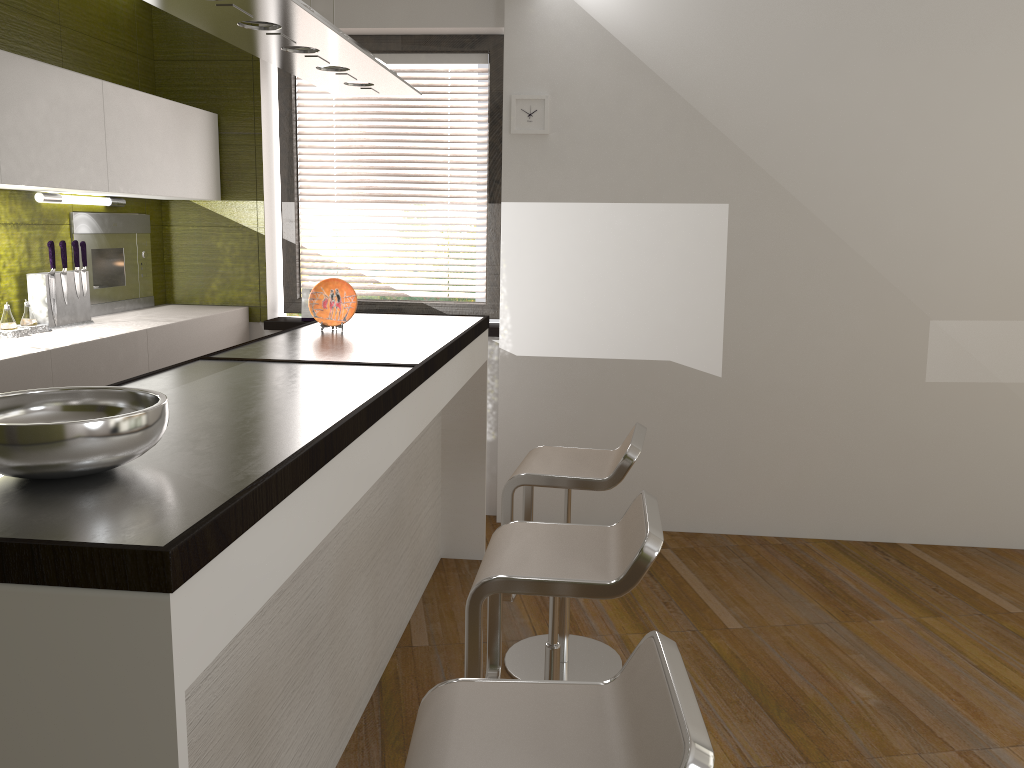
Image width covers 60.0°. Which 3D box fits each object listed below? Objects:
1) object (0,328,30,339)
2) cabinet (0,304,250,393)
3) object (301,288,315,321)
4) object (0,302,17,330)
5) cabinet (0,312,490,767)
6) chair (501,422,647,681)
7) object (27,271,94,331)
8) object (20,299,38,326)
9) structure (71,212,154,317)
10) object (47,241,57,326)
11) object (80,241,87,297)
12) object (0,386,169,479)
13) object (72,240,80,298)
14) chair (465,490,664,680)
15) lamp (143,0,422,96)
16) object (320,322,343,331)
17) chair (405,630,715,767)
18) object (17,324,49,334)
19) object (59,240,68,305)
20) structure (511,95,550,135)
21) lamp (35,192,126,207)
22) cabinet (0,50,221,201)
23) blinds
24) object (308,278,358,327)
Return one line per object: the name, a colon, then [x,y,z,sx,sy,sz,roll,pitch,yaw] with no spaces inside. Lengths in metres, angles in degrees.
object: [-1.877,-0.190,3.309,0.107,0.032,0.107,2,10,6]
cabinet: [-1.782,0.370,3.349,0.465,1.086,2.940,2,10,6]
object: [-1.052,-0.418,4.673,0.106,0.169,0.057,1,10,0]
object: [-1.876,-0.244,3.299,0.059,0.121,0.059,-7,13,-38]
cabinet: [-0.592,0.493,2.624,0.663,1.134,2.947,2,10,6]
chair: [0.209,0.570,3.069,0.460,0.857,0.418,3,10,11]
object: [-1.848,-0.343,3.630,0.107,0.227,0.293,2,10,6]
object: [-1.874,-0.268,3.436,0.059,0.121,0.059,-4,11,-27]
structure: [-1.880,-0.571,4.218,0.015,0.469,0.663,2,10,6]
object: [-1.818,-0.396,3.508,0.013,0.339,0.046,2,10,6]
object: [-1.794,-0.482,3.714,0.013,0.231,0.040,2,10,6]
object: [-0.706,0.082,1.399,0.311,0.105,0.311,4,11,18]
object: [-1.799,-0.472,3.665,0.013,0.243,0.036,2,10,6]
chair: [0.123,0.715,2.239,0.460,0.857,0.418,2,10,6]
lamp: [-0.570,-1.244,2.357,0.326,0.683,1.677,2,10,6]
object: [-0.667,-0.267,3.312,0.088,0.131,0.072,1,10,1]
chair: [0.036,0.859,1.409,0.460,0.857,0.418,1,10,1]
object: [-1.875,-0.214,3.445,0.107,0.032,0.107,4,10,17]
object: [-1.808,-0.446,3.579,0.013,0.264,0.042,2,10,6]
structure: [0.087,-1.292,4.255,0.180,0.180,0.026,2,10,6]
lamp: [-1.871,-0.804,3.880,0.095,0.041,0.716,2,10,5]
cabinet: [-1.923,-0.084,3.014,0.724,2.089,3.471,2,10,6]
blinds: [-3.157,-4.164,7.442,16.000,12.704,9.030,-9,14,-44]
object: [-0.667,-0.305,3.306,0.184,0.178,0.055,1,10,2]
